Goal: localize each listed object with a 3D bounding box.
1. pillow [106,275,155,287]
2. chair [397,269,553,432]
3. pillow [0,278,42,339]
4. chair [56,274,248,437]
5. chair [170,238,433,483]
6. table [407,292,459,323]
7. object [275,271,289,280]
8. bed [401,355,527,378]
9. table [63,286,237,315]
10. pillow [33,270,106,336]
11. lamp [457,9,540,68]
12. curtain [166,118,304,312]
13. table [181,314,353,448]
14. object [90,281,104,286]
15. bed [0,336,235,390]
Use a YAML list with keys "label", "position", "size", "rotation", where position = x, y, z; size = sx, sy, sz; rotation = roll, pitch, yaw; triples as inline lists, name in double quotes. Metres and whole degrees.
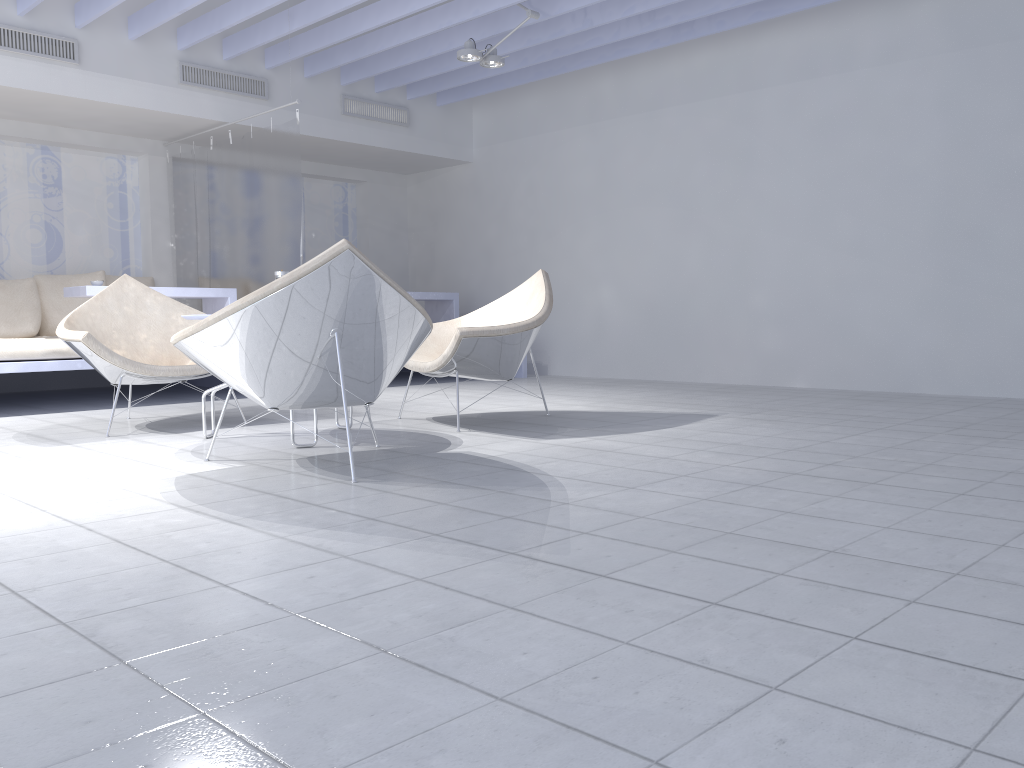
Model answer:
- label: "pillow"
  position: [-3.082, -0.615, 7.111]
  size: [0.230, 0.521, 0.524]
  rotation: [3, 6, 42]
- label: "chair"
  position: [-0.127, -0.197, 4.414]
  size: [0.753, 0.759, 0.906]
  rotation: [-3, 5, -31]
- label: "pillow"
  position: [-3.679, -0.556, 6.387]
  size: [0.528, 0.482, 0.307]
  rotation: [-4, 6, -41]
- label: "chair"
  position: [-1.782, -0.178, 4.380]
  size: [0.906, 0.759, 0.753]
  rotation: [-4, 6, -42]
- label: "chair"
  position: [-0.671, -0.093, 3.068]
  size: [0.906, 0.759, 0.753]
  rotation: [-3, 5, -28]
- label: "table"
  position: [-1.002, -0.588, 7.893]
  size: [0.416, 0.450, 1.065]
  rotation: [3, 6, 44]
- label: "object"
  position: [-0.996, -0.394, 3.850]
  size: [0.075, 0.185, 0.075]
  rotation: [0, 4, 7]
- label: "bed"
  position: [-1.356, -0.246, 7.536]
  size: [2.016, 0.427, 2.200]
  rotation: [3, 6, 44]
- label: "table"
  position: [-2.545, -0.457, 6.314]
  size: [0.416, 0.450, 1.065]
  rotation: [3, 6, 44]
- label: "pillow"
  position: [-3.365, -0.612, 6.784]
  size: [0.537, 0.527, 0.233]
  rotation: [-3, 5, -26]
- label: "lamp"
  position: [-0.060, -2.273, 5.829]
  size: [0.587, 0.218, 0.380]
  rotation: [3, 6, 44]
- label: "curtain"
  position: [-2.125, -1.050, 6.681]
  size: [1.998, 1.559, 0.125]
  rotation: [3, 6, 43]
- label: "table"
  position: [-0.980, -0.033, 3.833]
  size: [0.825, 0.534, 0.823]
  rotation: [1, 4, 21]
- label: "object"
  position: [-2.839, -0.683, 6.068]
  size: [0.082, 0.043, 0.082]
  rotation: [0, 4, 6]
- label: "bed"
  position: [-2.900, -0.115, 5.958]
  size: [2.016, 0.427, 2.200]
  rotation: [3, 6, 44]
